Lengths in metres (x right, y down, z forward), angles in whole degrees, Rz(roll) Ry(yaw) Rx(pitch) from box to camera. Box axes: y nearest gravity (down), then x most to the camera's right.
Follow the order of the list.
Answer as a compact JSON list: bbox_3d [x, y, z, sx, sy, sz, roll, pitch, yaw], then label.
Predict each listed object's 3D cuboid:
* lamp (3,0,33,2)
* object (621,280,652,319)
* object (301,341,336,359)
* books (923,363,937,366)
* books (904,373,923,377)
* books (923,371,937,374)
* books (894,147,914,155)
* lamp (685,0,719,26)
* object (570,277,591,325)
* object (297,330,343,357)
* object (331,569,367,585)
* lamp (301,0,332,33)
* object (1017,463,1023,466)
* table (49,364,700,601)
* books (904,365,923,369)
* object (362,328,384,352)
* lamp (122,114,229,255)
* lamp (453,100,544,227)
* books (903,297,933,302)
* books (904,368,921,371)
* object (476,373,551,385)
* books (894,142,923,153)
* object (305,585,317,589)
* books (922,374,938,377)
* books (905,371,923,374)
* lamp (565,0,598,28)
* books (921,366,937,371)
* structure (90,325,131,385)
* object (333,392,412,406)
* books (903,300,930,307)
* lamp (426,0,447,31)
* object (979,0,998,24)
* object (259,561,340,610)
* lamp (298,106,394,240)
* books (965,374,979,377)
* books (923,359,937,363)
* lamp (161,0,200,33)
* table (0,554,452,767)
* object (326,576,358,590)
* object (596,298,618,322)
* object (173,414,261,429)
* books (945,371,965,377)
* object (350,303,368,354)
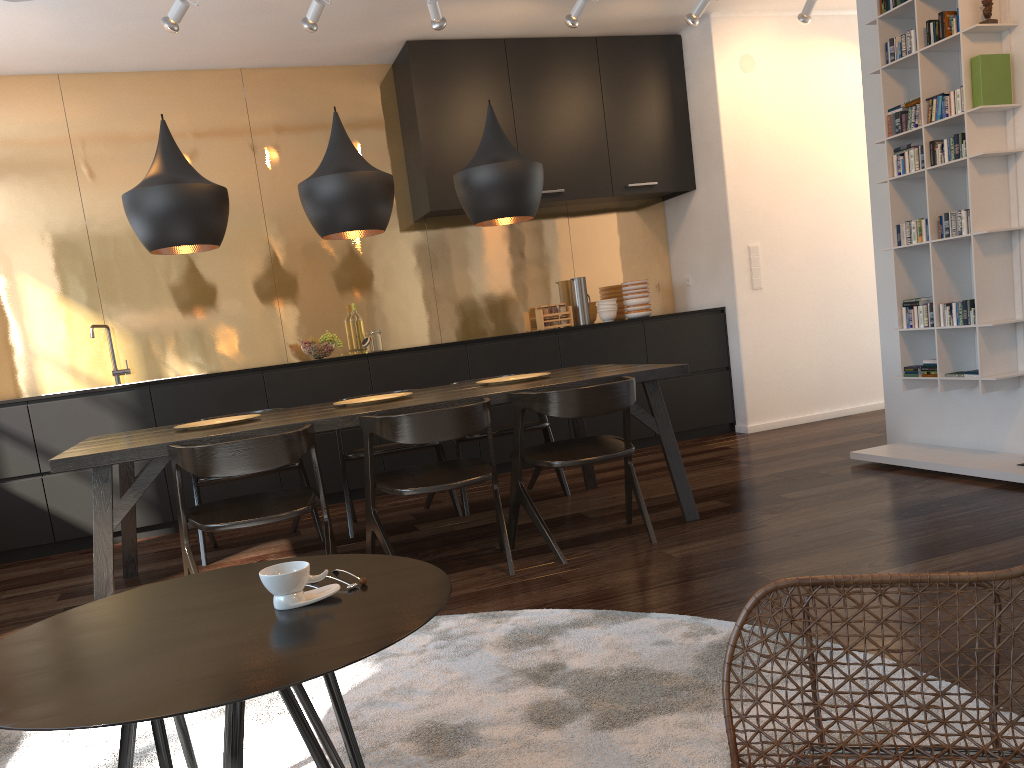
[{"bbox_3d":[-0.639,-0.605,0.766,1.472,0.212,1.456,-6,4,18],"label":"lamp"},{"bbox_3d":[0.916,-0.621,6.498,0.196,0.267,0.198,-13,9,-44],"label":"object"},{"bbox_3d":[-1.208,-0.205,5.547,0.219,0.098,0.216,-5,5,29],"label":"object"},{"bbox_3d":[2.026,-0.095,4.223,0.069,0.014,0.092,-9,4,-18],"label":"books"},{"bbox_3d":[1.991,-0.047,4.346,0.074,0.015,0.098,-9,4,-18],"label":"books"},{"bbox_3d":[2.030,-0.058,4.228,0.069,0.014,0.092,-9,4,-18],"label":"books"},{"bbox_3d":[1.896,-1.108,4.210,0.093,0.012,0.111,-8,4,-18],"label":"books"},{"bbox_3d":[1.092,-2.188,5.030,0.084,0.242,0.251,-14,8,-42],"label":"lamp"},{"bbox_3d":[0.514,-0.604,6.446,0.164,0.343,0.113,-9,7,-15],"label":"object"},{"bbox_3d":[-1.197,-0.244,5.533,0.238,0.174,0.177,-11,6,-33],"label":"object"},{"bbox_3d":[-0.326,0.380,1.763,0.014,0.015,0.167,-11,5,-31],"label":"object"},{"bbox_3d":[-0.954,-1.884,4.363,0.251,0.242,0.084,-3,8,38],"label":"lamp"},{"bbox_3d":[2.267,0.176,3.763,0.121,0.353,0.211,-10,7,-18],"label":"object"},{"bbox_3d":[-0.548,0.416,3.970,2.491,0.685,1.102,-9,5,-18],"label":"table"},{"bbox_3d":[1.989,-0.084,4.338,0.068,0.009,0.107,-8,4,-18],"label":"books"},{"bbox_3d":[-0.913,-0.289,5.836,0.175,0.153,0.088,-12,8,-41],"label":"object"},{"bbox_3d":[-1.380,-0.821,3.607,0.411,0.546,0.407,-6,6,15],"label":"lamp"},{"bbox_3d":[-0.069,-1.015,4.032,0.412,0.546,0.406,-4,7,29],"label":"lamp"},{"bbox_3d":[1.981,-0.411,4.302,0.093,0.012,0.111,-8,4,-18],"label":"books"},{"bbox_3d":[1.987,-0.074,4.344,0.069,0.015,0.092,-9,4,-18],"label":"books"},{"bbox_3d":[0.007,-0.022,4.157,0.355,0.017,0.354,-8,4,-15],"label":"object"},{"bbox_3d":[1.897,-1.125,4.211,0.095,0.022,0.111,-9,4,-18],"label":"books"},{"bbox_3d":[-0.412,0.395,1.725,0.124,0.010,0.025,-5,5,38],"label":"object"},{"bbox_3d":[2.032,-0.044,4.237,0.068,0.016,0.107,-9,4,-18],"label":"books"},{"bbox_3d":[1.991,-0.061,4.344,0.069,0.014,0.092,-9,4,-18],"label":"books"},{"bbox_3d":[0.386,-2.083,4.800,0.251,0.242,0.084,-2,9,42],"label":"lamp"},{"bbox_3d":[2.023,-0.076,4.232,0.068,0.023,0.107,-9,4,-18],"label":"books"},{"bbox_3d":[-2.434,-0.172,5.377,0.109,0.389,0.263,-8,6,-3],"label":"structure"},{"bbox_3d":[-0.620,0.071,3.954,0.353,0.017,0.356,-10,4,-37],"label":"object"},{"bbox_3d":[1.967,-0.391,4.300,0.068,0.023,0.107,-9,4,-18],"label":"books"},{"bbox_3d":[-0.110,-1.239,5.400,0.089,1.863,1.816,-5,6,16],"label":"lamp"},{"bbox_3d":[2.010,-1.577,3.732,0.064,0.141,0.045,-11,8,-27],"label":"object"},{"bbox_3d":[-0.389,0.368,1.627,0.139,0.070,0.091,-8,5,-6],"label":"object"},{"bbox_3d":[-0.725,-0.918,3.819,0.407,0.546,0.411,-13,8,-42],"label":"lamp"},{"bbox_3d":[2.118,-0.041,4.014,0.069,0.014,0.092,-9,4,-18],"label":"books"},{"bbox_3d":[2.025,-0.109,4.221,0.069,0.014,0.092,-9,4,-18],"label":"books"},{"bbox_3d":[-1.552,-1.796,4.161,0.252,0.241,0.084,-5,8,22],"label":"lamp"},{"bbox_3d":[-0.499,0.658,1.621,0.844,0.477,0.843,-9,5,-16],"label":"table"},{"bbox_3d":[-0.356,0.385,1.734,0.025,0.016,0.164,-12,6,-43],"label":"object"},{"bbox_3d":[0.699,-0.538,6.456,0.158,0.161,0.152,-6,6,10],"label":"object"},{"bbox_3d":[-1.247,0.164,3.751,0.355,0.017,0.354,-8,4,-15],"label":"object"},{"bbox_3d":[2.102,-0.047,4.129,0.093,0.012,0.111,-8,4,-18],"label":"books"},{"bbox_3d":[-1.041,-0.375,5.953,0.092,0.342,0.091,-1,9,38],"label":"object"}]
